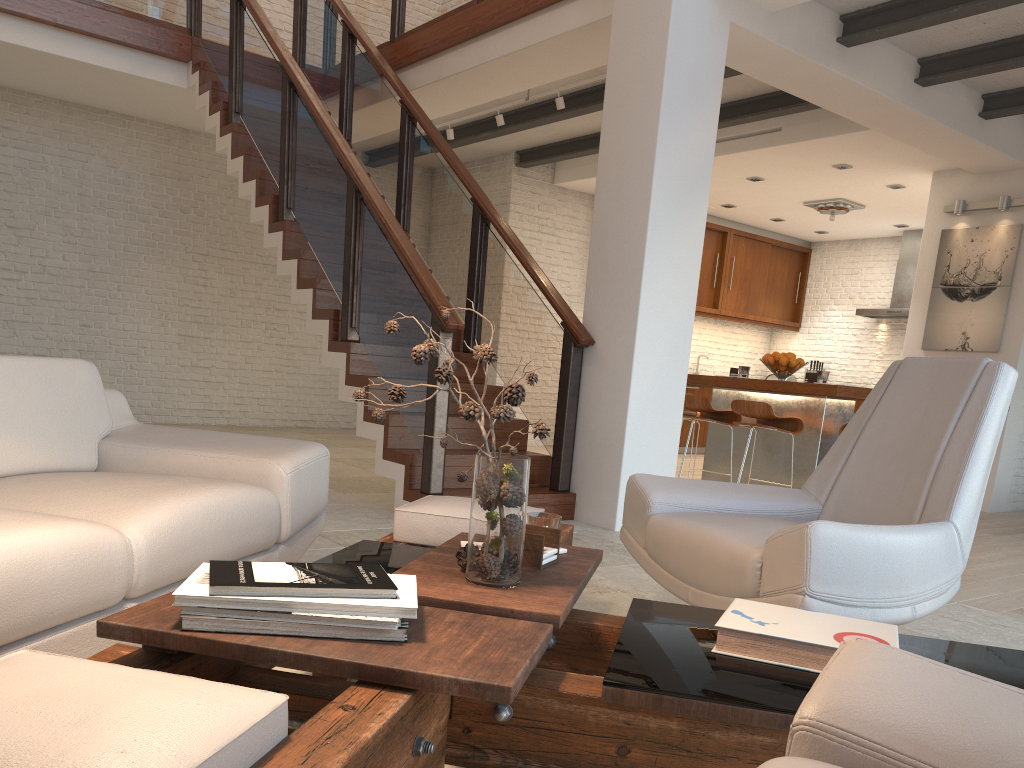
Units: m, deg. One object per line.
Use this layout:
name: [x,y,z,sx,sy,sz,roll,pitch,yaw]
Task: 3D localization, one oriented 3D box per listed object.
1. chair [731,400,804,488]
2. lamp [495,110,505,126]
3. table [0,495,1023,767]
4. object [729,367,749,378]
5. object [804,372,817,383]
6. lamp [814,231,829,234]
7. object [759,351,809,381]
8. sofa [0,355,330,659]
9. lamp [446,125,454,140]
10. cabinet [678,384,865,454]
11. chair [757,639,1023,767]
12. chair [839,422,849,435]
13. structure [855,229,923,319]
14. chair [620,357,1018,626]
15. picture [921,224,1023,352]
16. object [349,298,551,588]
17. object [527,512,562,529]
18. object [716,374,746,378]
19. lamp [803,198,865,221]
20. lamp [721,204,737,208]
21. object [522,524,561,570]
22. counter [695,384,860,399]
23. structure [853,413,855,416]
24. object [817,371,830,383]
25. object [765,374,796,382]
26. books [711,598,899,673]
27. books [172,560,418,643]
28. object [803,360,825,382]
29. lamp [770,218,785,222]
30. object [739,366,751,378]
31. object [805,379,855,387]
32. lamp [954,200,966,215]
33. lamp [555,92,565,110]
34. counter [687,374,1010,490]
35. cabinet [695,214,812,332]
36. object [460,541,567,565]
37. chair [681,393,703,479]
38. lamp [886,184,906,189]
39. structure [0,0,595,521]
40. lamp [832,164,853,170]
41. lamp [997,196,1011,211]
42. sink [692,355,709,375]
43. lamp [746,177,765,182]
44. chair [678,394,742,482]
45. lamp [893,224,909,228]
chair: [1.742,0.513,6.192,0.421,0.794,0.394,-2,11,-37]
lamp: [-0.095,-2.124,6.992,0.086,0.132,0.059,-1,11,-35]
table: [0.182,0.628,1.801,1.961,0.439,2.171,5,1,13]
object: [1.799,-0.083,6.902,0.094,0.084,0.112,1,6,-38]
object: [2.204,-0.040,6.379,0.094,0.084,0.112,6,5,7]
lamp: [3.815,-1.886,10.738,0.124,0.056,0.121,3,4,-38]
object: [2.047,-0.128,6.580,0.363,0.227,0.358,6,4,17]
sofa: [-1.465,0.313,2.237,1.139,0.772,2.292,6,2,13]
lamp: [-0.534,-2.171,7.546,0.059,0.132,0.084,9,9,22]
cabinet: [3.447,-0.456,10.195,4.753,2.905,2.225,6,7,16]
chair: [0.523,0.391,0.526,0.968,1.023,1.019,9,8,36]
chair: [2.536,0.583,6.053,0.403,0.794,0.412,-2,11,-37]
structure: [4.686,-1.288,10.247,0.456,1.016,0.964,-3,10,-38]
chair: [1.002,0.393,2.776,0.974,1.041,1.000,2,7,-21]
picture: [3.843,-0.791,7.318,0.020,1.040,0.639,-4,12,-38]
object: [-0.130,0.116,1.904,0.537,0.622,0.311,8,9,22]
object: [0.080,0.381,2.254,0.091,0.087,0.089,6,6,11]
object: [1.778,-0.060,6.841,0.205,0.035,0.281,4,2,-38]
lamp: [3.367,-1.798,9.144,0.450,0.174,0.441,3,3,-38]
lamp: [2.403,-1.988,9.654,0.124,0.056,0.121,3,4,-38]
object: [0.052,0.394,2.116,0.093,0.084,0.113,7,5,24]
counter: [3.281,0.073,9.865,3.333,0.071,3.452,4,1,-38]
structure: [4.410,0.672,10.550,0.500,0.591,0.655,-1,8,-38]
object: [2.220,-0.049,6.235,0.091,0.087,0.089,2,6,-23]
object: [3.643,-0.047,11.866,0.250,0.163,0.338,2,4,-38]
books: [0.583,0.502,1.721,0.324,0.058,0.252,5,2,22]
books: [-0.366,0.372,1.524,0.401,0.076,0.245,5,2,-6]
object: [3.987,-0.120,11.492,0.066,0.384,0.314,-4,11,-38]
lamp: [3.109,-1.937,10.196,0.124,0.056,0.121,3,4,-38]
object: [1.797,-0.094,6.753,0.091,0.087,0.089,0,8,-41]
object: [2.246,-0.010,6.259,0.198,0.035,0.387,4,1,-34]
lamp: [3.746,-1.476,7.290,0.080,0.107,0.077,4,8,-10]
lamp: [0.355,-2.076,6.420,0.086,0.132,0.059,-1,11,-35]
counter: [2.541,0.488,7.107,2.496,0.942,1.651,3,4,-38]
cabinet: [2.466,-1.397,10.771,3.342,1.194,0.449,3,9,-37]
object: [0.001,0.412,2.224,0.269,0.035,0.246,5,1,24]
chair: [1.505,0.473,7.363,0.403,0.794,0.412,-2,11,-37]
lamp: [3.592,-1.861,8.143,0.124,0.056,0.121,3,4,-38]
structure: [0.758,-1.284,5.458,13.855,4.237,9.950,3,3,-38]
lamp: [2.885,-1.912,7.601,0.124,0.056,0.121,3,4,-38]
lamp: [3.961,-1.453,7.016,0.080,0.107,0.077,4,8,-10]
sink: [2.714,-0.127,11.176,0.858,0.439,0.506,2,6,-38]
lamp: [2.323,-1.972,8.316,0.124,0.056,0.121,3,4,-38]
chair: [1.417,0.478,6.606,0.421,0.794,0.394,-2,11,-37]
lamp: [4.441,-1.819,9.941,0.124,0.056,0.121,3,4,-38]
